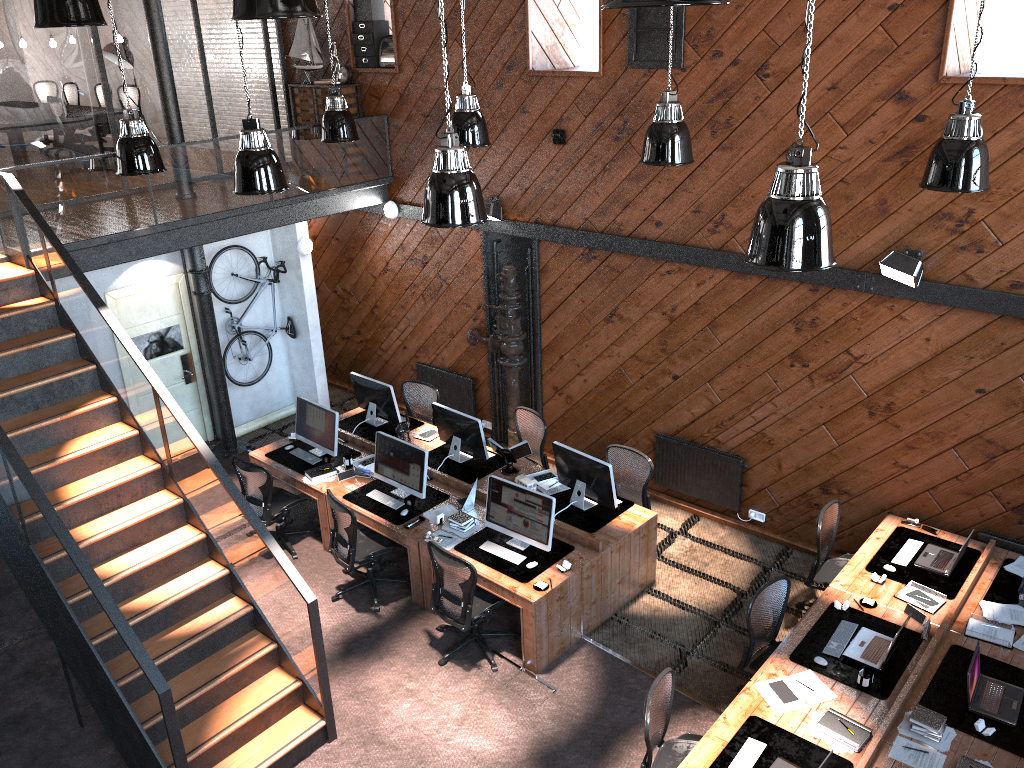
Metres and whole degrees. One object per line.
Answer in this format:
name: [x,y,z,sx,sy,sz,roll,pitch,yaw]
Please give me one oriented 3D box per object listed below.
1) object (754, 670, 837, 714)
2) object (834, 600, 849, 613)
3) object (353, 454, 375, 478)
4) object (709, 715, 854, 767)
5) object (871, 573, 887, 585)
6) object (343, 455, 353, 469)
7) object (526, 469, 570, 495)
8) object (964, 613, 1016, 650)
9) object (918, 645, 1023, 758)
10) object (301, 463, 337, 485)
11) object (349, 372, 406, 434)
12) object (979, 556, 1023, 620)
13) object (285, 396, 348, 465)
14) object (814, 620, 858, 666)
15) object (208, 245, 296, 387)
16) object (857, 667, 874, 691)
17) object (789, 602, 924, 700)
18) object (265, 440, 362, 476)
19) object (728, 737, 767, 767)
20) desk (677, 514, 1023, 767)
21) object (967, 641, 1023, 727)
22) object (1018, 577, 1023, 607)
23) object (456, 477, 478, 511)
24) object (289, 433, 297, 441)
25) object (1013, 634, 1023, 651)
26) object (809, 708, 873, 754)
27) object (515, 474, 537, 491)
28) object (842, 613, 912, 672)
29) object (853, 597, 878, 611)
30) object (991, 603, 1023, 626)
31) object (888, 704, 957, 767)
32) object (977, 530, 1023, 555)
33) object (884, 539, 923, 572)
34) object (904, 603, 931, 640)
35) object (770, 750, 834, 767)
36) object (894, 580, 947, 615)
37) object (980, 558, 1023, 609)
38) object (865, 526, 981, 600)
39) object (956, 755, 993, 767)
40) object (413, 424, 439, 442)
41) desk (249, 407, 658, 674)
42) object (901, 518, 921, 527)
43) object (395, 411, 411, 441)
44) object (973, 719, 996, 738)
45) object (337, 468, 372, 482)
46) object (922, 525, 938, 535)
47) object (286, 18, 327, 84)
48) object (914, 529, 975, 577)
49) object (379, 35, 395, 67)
object: [1.914,2.069,5.991,0.467,0.017,0.304,-8,24,-15]
object: [2.516,1.688,6.775,0.106,0.063,0.082,7,25,21]
object: [-1.436,0.840,9.211,0.304,0.017,0.467,-21,29,-38]
object: [1.562,2.374,5.315,0.687,0.008,0.848,16,29,37]
object: [2.929,1.549,7.090,0.106,0.063,0.082,15,28,35]
object: [-1.705,0.801,9.210,0.078,0.138,0.099,-16,26,-29]
object: [0.358,0.962,8.759,0.304,0.017,0.467,-13,25,-24]
object: [3.485,1.797,6.454,0.316,0.060,0.229,12,27,31]
object: [3.160,2.077,5.880,0.687,0.008,0.848,16,29,37]
object: [-1.963,0.916,9.036,0.363,0.065,0.325,-12,25,-22]
object: [-1.521,0.188,10.108,0.648,0.576,0.799,-3,23,-3]
object: [3.925,1.598,6.926,0.356,0.002,1.058,15,28,36]
object: [-2.128,0.493,9.442,0.692,0.581,0.586,-2,23,-1]
object: [2.348,1.870,6.403,0.139,0.040,0.577,16,29,37]
object: [-3.247,-0.894,11.289,0.655,1.846,1.022,4,24,15]
object: [2.388,1.994,5.996,0.099,0.138,0.078,-18,28,-34]
object: [2.485,1.893,6.379,0.687,0.008,0.848,16,29,37]
object: [-2.133,0.757,9.508,0.848,0.008,0.687,17,30,39]
object: [1.370,2.338,5.375,0.139,0.040,0.577,17,29,38]
desk: [2.758,2.322,6.195,1.748,0.840,4.117,16,29,37]
object: [3.168,1.954,5.802,0.323,0.283,0.390,14,27,33]
object: [4.021,1.607,6.739,0.290,0.116,0.322,15,28,35]
object: [-0.433,1.015,8.333,0.165,0.320,0.178,-20,29,-36]
object: [-2.434,0.586,9.870,0.082,0.063,0.106,2,23,11]
object: [3.820,1.886,6.247,0.304,0.017,0.467,-18,27,-33]
object: [2.070,2.189,5.634,0.325,0.065,0.363,-17,27,-31]
object: [0.137,0.983,8.656,0.128,0.146,0.253,-17,27,-32]
object: [2.565,1.764,6.239,0.320,0.288,0.380,16,29,37]
object: [2.738,1.682,6.833,0.154,0.026,0.158,-5,23,-6]
object: [3.761,1.730,6.614,0.315,0.002,0.246,6,24,20]
object: [2.561,2.196,5.532,0.319,0.098,0.478,15,28,36]
object: [4.410,1.662,7.392,1.064,0.628,0.073,16,29,37]
object: [3.265,1.427,7.376,0.139,0.040,0.577,18,30,40]
object: [3.032,1.754,6.563,0.129,0.083,0.347,-2,23,0]
object: [1.625,2.274,5.178,0.323,0.283,0.390,18,30,39]
object: [3.155,1.642,6.854,0.229,0.060,0.316,-21,29,-37]
object: [4.079,1.644,6.831,0.687,0.008,0.848,16,29,37]
object: [3.404,1.460,7.330,0.687,0.008,0.848,16,29,37]
object: [2.814,2.329,5.233,0.325,0.065,0.363,-19,28,-35]
object: [-0.912,0.538,9.856,0.229,0.060,0.316,12,27,31]
desk: [-0.742,1.268,9.023,4.117,0.840,1.748,18,30,39]
object: [3.528,1.214,7.834,0.159,0.064,0.054,12,27,31]
object: [-1.181,0.464,9.681,0.135,0.351,0.229,15,28,35]
object: [2.980,2.170,5.587,0.082,0.063,0.106,-18,28,-34]
object: [-1.601,0.908,8.999,0.347,0.083,0.129,-6,23,-9]
object: [3.636,1.268,7.720,0.022,0.042,0.134,-17,27,-31]
object: [-2.568,-4.221,10.936,0.789,0.989,0.140,16,29,37]
object: [3.531,1.334,7.247,0.323,0.283,0.390,16,29,37]
object: [-1.337,-3.987,10.589,0.365,0.353,0.384,16,29,37]
